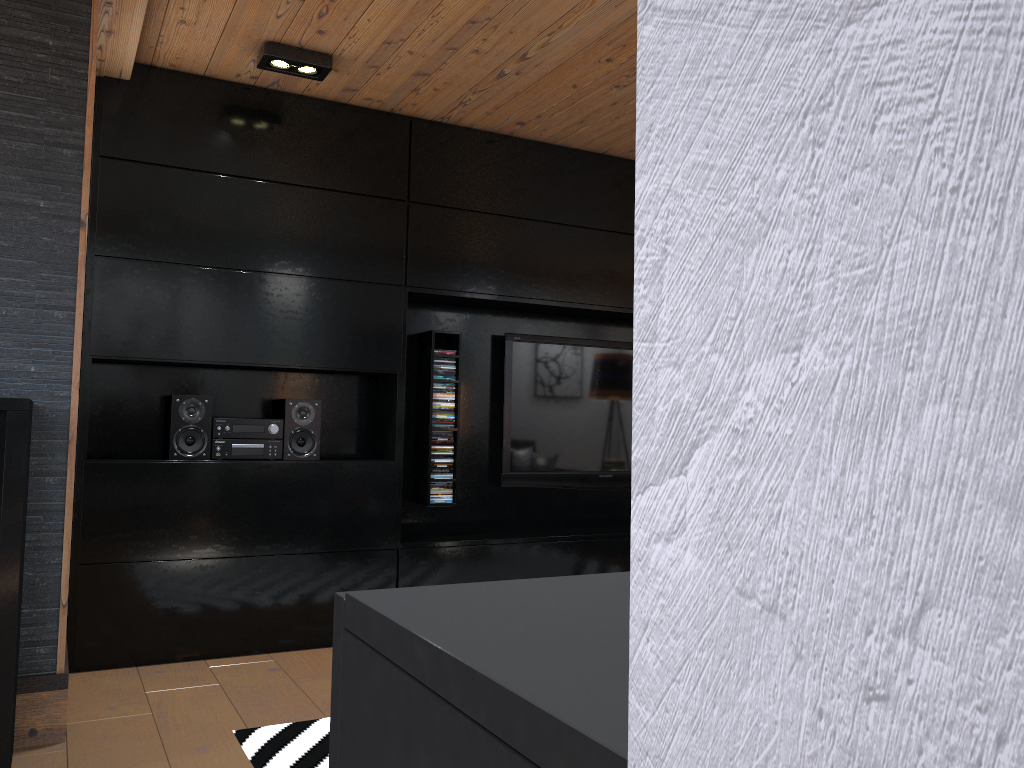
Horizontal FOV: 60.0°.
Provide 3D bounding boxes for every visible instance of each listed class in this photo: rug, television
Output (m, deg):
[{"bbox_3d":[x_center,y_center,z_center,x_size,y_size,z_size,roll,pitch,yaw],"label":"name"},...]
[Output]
[{"bbox_3d":[0.794,1.102,2.722,2.929,0.020,1.644,3,-3,-28],"label":"rug"},{"bbox_3d":[0.505,0.168,4.837,1.265,0.814,0.050,3,-4,-28],"label":"television"}]

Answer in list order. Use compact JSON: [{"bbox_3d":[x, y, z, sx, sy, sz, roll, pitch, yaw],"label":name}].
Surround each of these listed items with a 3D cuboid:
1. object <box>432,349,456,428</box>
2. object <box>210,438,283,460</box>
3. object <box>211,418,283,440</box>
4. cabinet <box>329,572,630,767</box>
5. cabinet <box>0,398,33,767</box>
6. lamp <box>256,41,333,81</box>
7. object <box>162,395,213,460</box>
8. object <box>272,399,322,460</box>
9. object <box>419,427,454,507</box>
[{"bbox_3d":[-0.362,0.024,4.361,0.126,0.380,0.124,3,-4,-28],"label":"object"},{"bbox_3d":[-1.171,0.282,3.847,0.288,0.088,0.256,3,-3,-28],"label":"object"},{"bbox_3d":[-1.166,0.195,3.847,0.288,0.088,0.267,3,-3,-28],"label":"object"},{"bbox_3d":[0.413,0.348,0.496,0.964,0.469,0.354,3,-4,-28],"label":"cabinet"},{"bbox_3d":[-2.069,0.515,2.044,1.641,1.011,0.425,3,-4,-28],"label":"cabinet"},{"bbox_3d":[-0.843,-1.256,3.438,0.263,0.068,0.153,3,-3,-28],"label":"lamp"},{"bbox_3d":[-1.371,0.184,3.741,0.158,0.266,0.262,3,-4,-27],"label":"object"},{"bbox_3d":[-0.965,0.203,3.958,0.158,0.266,0.262,3,-4,-27],"label":"object"},{"bbox_3d":[-0.370,0.403,4.337,0.126,0.379,0.124,3,-4,-28],"label":"object"}]
